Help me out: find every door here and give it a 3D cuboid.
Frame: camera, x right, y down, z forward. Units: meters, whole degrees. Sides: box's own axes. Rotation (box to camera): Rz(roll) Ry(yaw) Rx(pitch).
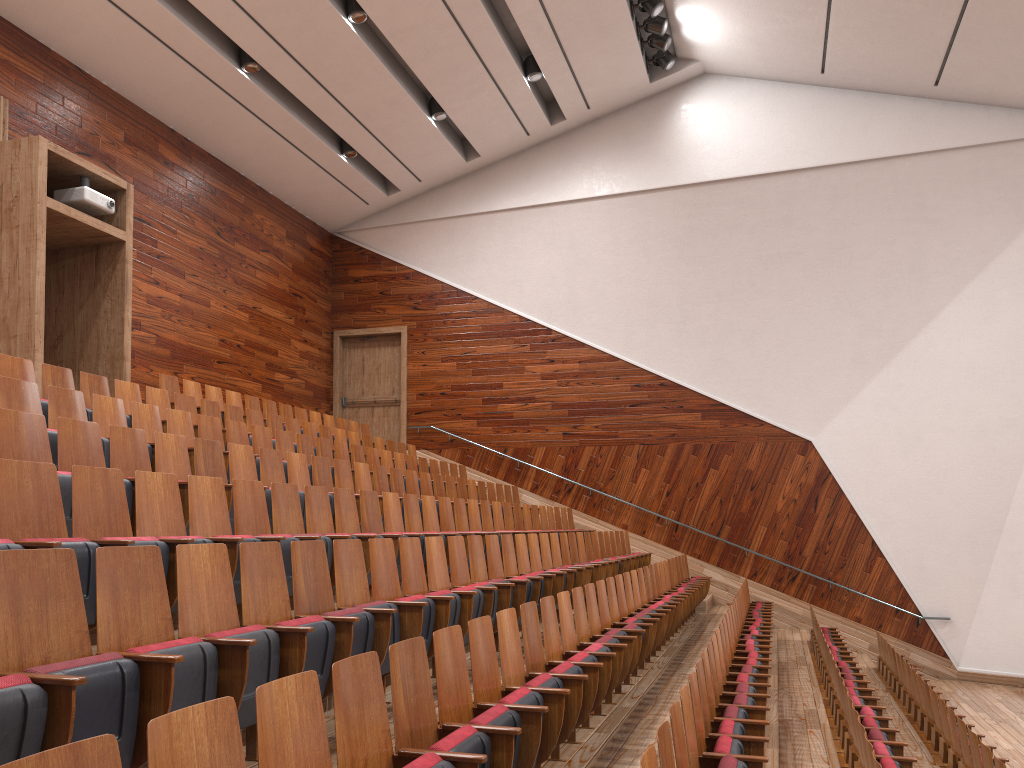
[{"bbox_3d":[-0.244,0.024,1.536,0.140,0.238,0.024,-1,-2,17],"label":"door"}]

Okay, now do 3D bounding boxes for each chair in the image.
[{"bbox_3d":[-0.027,0.143,0.692,0.771,0.369,1.196,-2,-9,17],"label":"chair"}]

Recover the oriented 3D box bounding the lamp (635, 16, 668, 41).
[{"bbox_3d":[0.191,-0.489,1.201,0.044,0.030,0.031,-2,-6,17],"label":"lamp"}]

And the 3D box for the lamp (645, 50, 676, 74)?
[{"bbox_3d":[0.218,-0.475,1.290,0.045,0.031,0.031,-2,-6,17],"label":"lamp"}]

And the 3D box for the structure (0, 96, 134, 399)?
[{"bbox_3d":[-0.459,-0.135,0.831,0.144,0.327,0.117,-1,-3,17],"label":"structure"}]

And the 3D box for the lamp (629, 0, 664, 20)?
[{"bbox_3d":[0.177,-0.497,1.153,0.045,0.031,0.031,-2,-6,17],"label":"lamp"}]

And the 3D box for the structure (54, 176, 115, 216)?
[{"bbox_3d":[-0.401,-0.180,0.828,0.041,0.031,0.039,-2,-6,17],"label":"structure"}]

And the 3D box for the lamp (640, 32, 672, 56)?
[{"bbox_3d":[0.203,-0.483,1.240,0.045,0.030,0.031,-2,-6,17],"label":"lamp"}]
